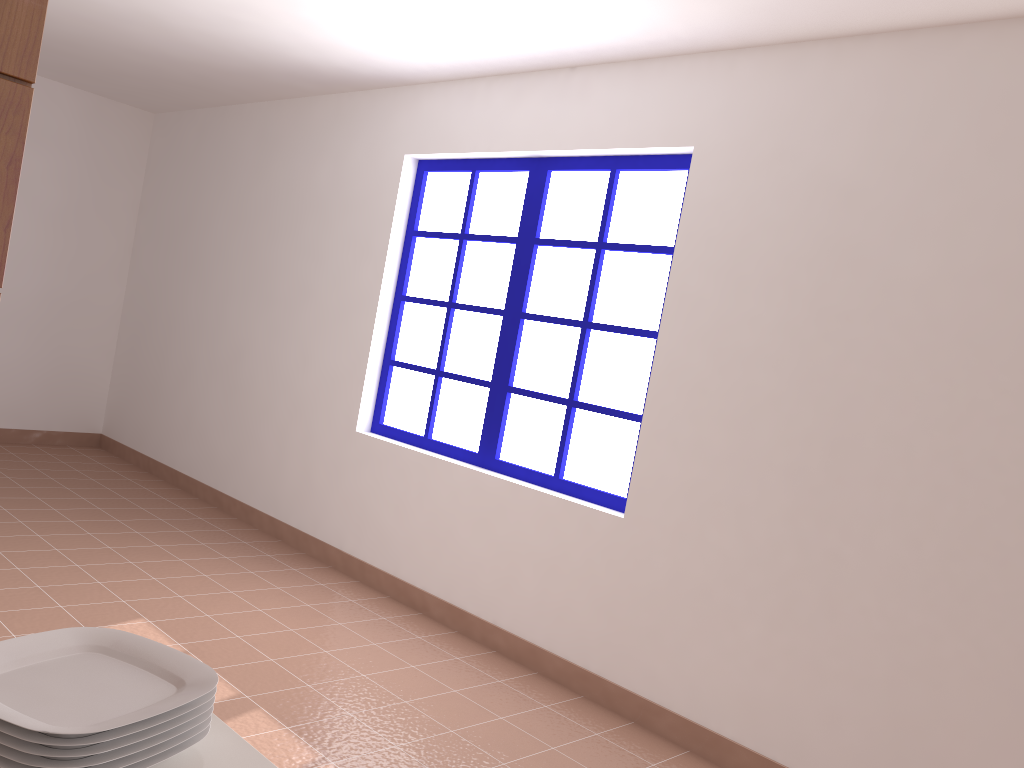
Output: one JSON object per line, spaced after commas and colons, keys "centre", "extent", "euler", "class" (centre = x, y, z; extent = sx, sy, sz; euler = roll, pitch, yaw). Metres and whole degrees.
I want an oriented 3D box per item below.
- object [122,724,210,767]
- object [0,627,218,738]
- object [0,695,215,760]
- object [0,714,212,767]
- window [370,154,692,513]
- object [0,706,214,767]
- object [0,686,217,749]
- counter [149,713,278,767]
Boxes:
{"centre": [-0.439, 0.349, 0.889], "extent": [0.228, 0.020, 0.228], "euler": [11, 2, 25], "class": "object"}
{"centre": [-0.430, 0.299, 0.887], "extent": [0.228, 0.020, 0.228], "euler": [11, 2, 25], "class": "object"}
{"centre": [-0.434, 0.319, 0.888], "extent": [0.228, 0.020, 0.228], "euler": [11, 2, 25], "class": "object"}
{"centre": [-0.438, 0.339, 0.889], "extent": [0.228, 0.020, 0.228], "euler": [11, 2, 25], "class": "object"}
{"centre": [0.011, -0.316, 4.032], "extent": [1.699, 1.430, 0.035], "euler": [12, 3, 43], "class": "window"}
{"centre": [-0.436, 0.329, 0.888], "extent": [0.228, 0.020, 0.228], "euler": [11, 2, 25], "class": "object"}
{"centre": [-0.432, 0.309, 0.888], "extent": [0.228, 0.020, 0.228], "euler": [11, 2, 25], "class": "object"}
{"centre": [-0.041, 0.870, 0.111], "extent": [2.156, 0.800, 0.821], "euler": [12, 3, 43], "class": "counter"}
